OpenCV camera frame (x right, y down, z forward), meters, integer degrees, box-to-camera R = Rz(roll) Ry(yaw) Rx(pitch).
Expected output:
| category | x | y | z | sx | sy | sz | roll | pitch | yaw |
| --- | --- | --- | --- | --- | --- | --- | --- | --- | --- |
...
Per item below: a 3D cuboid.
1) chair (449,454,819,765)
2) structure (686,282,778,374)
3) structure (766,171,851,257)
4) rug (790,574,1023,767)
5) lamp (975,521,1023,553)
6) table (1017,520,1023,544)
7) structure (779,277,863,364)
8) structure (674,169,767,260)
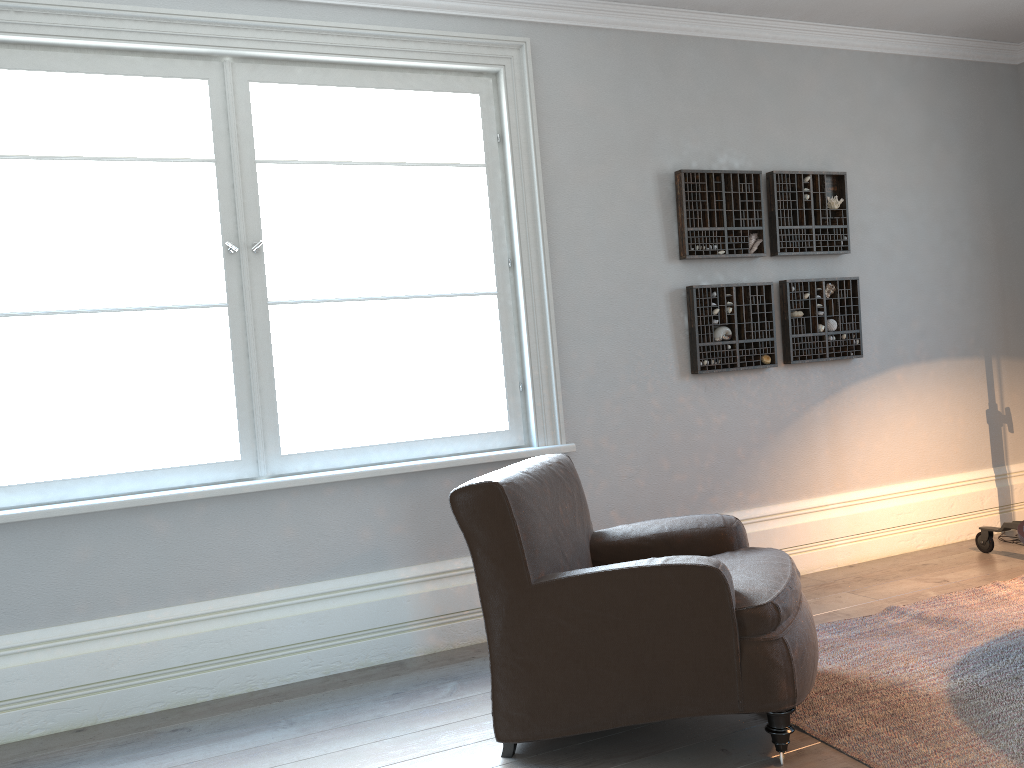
| category | x | y | z | sx | sy | sz | roll | pitch | yaw |
| --- | --- | --- | --- | --- | --- | --- | --- | --- | --- |
| chair | 0.420 | 0.624 | 2.752 | 0.970 | 0.795 | 0.807 | -5 | 0 | 18 |
| structure | 1.058 | -0.271 | 4.241 | 0.468 | 0.416 | 0.086 | -5 | 0 | -23 |
| structure | 1.498 | -0.856 | 4.446 | 0.468 | 0.416 | 0.105 | -5 | 0 | -23 |
| rug | 2.157 | 0.823 | 2.314 | 2.400 | 0.090 | 2.818 | -5 | 0 | -23 |
| lamp | 2.617 | 0.013 | 4.195 | 0.797 | 1.644 | 1.864 | -5 | 0 | 14 |
| table | 2.095 | 0.633 | 2.328 | 1.300 | 0.503 | 1.299 | -5 | 0 | -30 |
| structure | 1.560 | -0.323 | 4.458 | 0.468 | 0.416 | 0.086 | -5 | 0 | -23 |
| structure | 0.998 | -0.810 | 4.255 | 0.468 | 0.416 | 0.099 | -5 | 0 | -23 |
